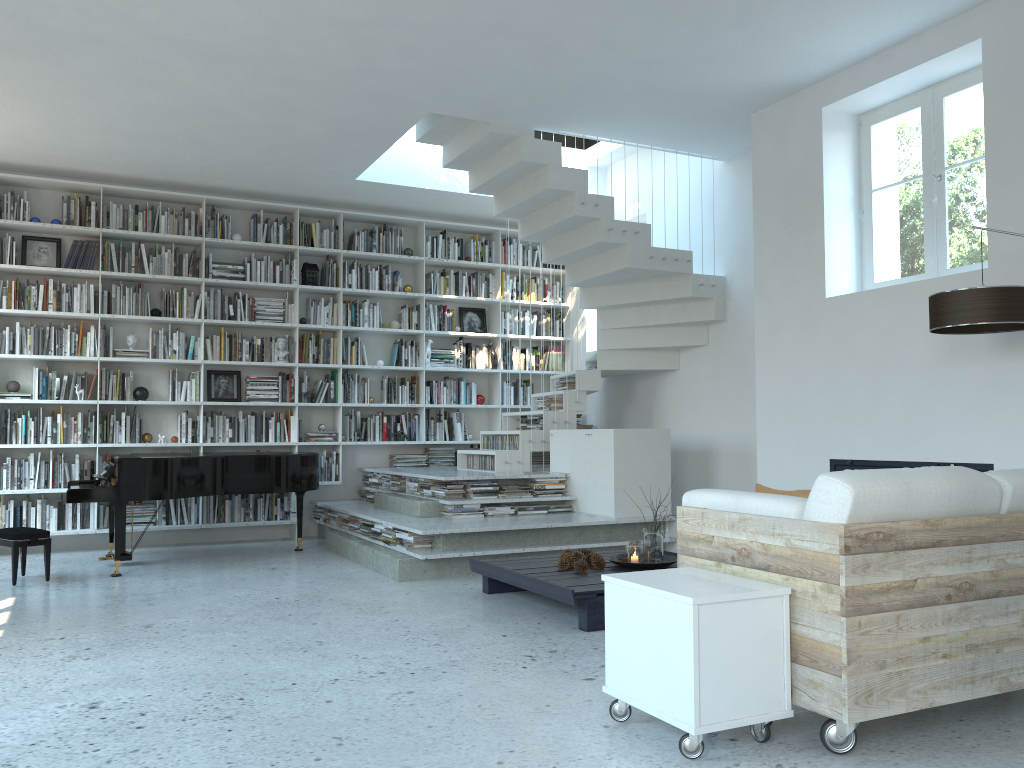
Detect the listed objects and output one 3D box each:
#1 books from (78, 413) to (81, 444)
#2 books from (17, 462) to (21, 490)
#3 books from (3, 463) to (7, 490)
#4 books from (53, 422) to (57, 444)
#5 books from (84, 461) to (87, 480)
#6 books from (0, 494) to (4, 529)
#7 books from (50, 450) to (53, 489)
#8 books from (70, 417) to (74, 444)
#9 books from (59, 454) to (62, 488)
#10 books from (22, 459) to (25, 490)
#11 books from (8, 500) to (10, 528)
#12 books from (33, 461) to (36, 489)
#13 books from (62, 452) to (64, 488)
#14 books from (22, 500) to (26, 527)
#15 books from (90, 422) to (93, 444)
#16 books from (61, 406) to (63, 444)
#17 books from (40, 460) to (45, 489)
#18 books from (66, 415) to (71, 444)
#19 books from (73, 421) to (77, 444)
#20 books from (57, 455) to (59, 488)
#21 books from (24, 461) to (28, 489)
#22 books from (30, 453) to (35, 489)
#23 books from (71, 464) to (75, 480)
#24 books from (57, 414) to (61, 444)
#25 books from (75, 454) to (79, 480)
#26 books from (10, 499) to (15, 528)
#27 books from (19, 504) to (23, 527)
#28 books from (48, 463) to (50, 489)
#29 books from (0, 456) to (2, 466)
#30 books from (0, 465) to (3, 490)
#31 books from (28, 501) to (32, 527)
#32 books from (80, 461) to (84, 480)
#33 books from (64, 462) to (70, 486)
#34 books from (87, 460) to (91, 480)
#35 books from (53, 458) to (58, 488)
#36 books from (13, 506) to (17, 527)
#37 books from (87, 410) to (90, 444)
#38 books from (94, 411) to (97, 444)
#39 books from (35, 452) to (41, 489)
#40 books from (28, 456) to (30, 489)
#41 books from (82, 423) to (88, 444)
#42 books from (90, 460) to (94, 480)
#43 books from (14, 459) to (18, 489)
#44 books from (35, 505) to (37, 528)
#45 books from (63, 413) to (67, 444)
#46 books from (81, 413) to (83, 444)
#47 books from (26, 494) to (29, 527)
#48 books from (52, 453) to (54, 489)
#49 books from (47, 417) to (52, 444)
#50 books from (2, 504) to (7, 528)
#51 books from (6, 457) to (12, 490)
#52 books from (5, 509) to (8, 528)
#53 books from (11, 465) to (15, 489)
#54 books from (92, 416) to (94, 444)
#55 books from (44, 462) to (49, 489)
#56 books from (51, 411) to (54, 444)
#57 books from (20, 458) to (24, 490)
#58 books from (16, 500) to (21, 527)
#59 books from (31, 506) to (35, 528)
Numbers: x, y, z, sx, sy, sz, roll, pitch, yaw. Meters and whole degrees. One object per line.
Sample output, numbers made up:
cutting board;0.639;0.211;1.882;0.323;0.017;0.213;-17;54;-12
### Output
books;-3.706;0.380;7.598;0.021;0.265;0.185;1;-3;-26
books;-4.101;0.764;7.383;0.028;0.223;0.189;1;-3;-26
books;-4.193;0.763;7.340;0.022;0.220;0.187;1;-3;-26
books;-3.871;0.418;7.514;0.029;0.181;0.190;1;-3;-26
books;-3.653;0.772;7.593;0.023;0.228;0.190;1;-3;-26
books;-4.215;1.064;7.332;0.011;0.318;0.157;1;-3;-26
books;-3.892;0.718;7.489;0.014;0.325;0.170;1;-3;-26
books;-3.765;0.398;7.589;0.025;0.229;0.153;1;-3;-26
books;-3.835;0.738;7.535;0.022;0.290;0.137;1;-3;-26
books;-4.072;0.750;7.395;0.010;0.252;0.178;1;-3;-26
books;-4.157;1.093;7.340;0.013;0.261;0.174;1;-3;-26
books;-4.013;0.763;7.454;0.012;0.232;0.148;1;-3;-26
books;-3.818;0.733;7.539;0.013;0.301;0.172;1;-3;-26
books;-4.069;1.099;7.406;0.027;0.256;0.160;1;-3;-26
books;-3.639;0.423;7.664;0.023;0.187;0.130;1;-3;-26
books;-3.831;0.349;7.546;0.021;0.322;0.172;1;-3;-26
books;-3.960;0.761;7.482;0.031;0.238;0.132;1;-3;-26
books;-3.783;0.387;7.564;0.028;0.249;0.159;1;-3;-26
books;-3.745;0.416;7.601;0.023;0.194;0.140;1;-3;-26
books;-3.857;0.741;7.538;0.013;0.284;0.139;1;-3;-26
books;-4.061;0.763;7.415;0.028;0.229;0.157;1;-3;-26
books;-4.030;0.729;7.445;0.027;0.299;0.142;1;-3;-26
books;-3.755;0.784;7.590;0.030;0.203;0.142;1;-3;-26
books;-3.851;0.383;7.537;0.026;0.254;0.176;1;-3;-26
books;-3.726;0.742;7.596;0.025;0.287;0.130;1;-3;-26
books;-4.144;1.092;7.353;0.023;0.266;0.177;1;-3;-26
books;-4.088;1.116;7.390;0.022;0.221;0.163;1;-3;-26
books;-3.913;0.777;7.499;0.013;0.209;0.154;1;-3;-26
books;-4.239;0.737;7.342;0.010;0.273;0.150;1;-3;-26
books;-4.223;0.776;7.349;0.024;0.197;0.148;1;-3;-26
books;-4.038;1.105;7.428;0.022;0.246;0.135;1;-3;-26
books;-3.696;0.774;7.619;0.030;0.227;0.140;1;-3;-26
books;-3.786;0.776;7.555;0.059;0.216;0.177;1;-3;-26
books;-3.647;0.770;7.637;0.026;0.235;0.140;1;-3;-26
books;-3.874;0.756;7.526;0.029;0.254;0.153;1;-3;-26
books;-4.131;1.123;7.376;0.022;0.205;0.158;1;-3;-26
books;-3.642;0.371;7.629;0.014;0.286;0.179;1;-3;-26
books;-3.607;0.377;7.678;0.024;0.280;0.136;1;-3;-26
books;-3.982;0.725;7.449;0.039;0.307;0.172;1;-3;-26
books;-4.051;0.742;7.442;0.013;0.273;0.146;1;-3;-26
books;-3.675;0.424;7.632;0.041;0.181;0.141;1;-3;-26
books;-3.618;0.773;7.641;0.030;0.230;0.151;1;-3;-26
books;-4.138;0.753;7.403;0.022;0.248;0.134;1;-3;-26
books;-3.997;1.124;7.454;0.014;0.211;0.146;1;-3;-26
books;-3.805;0.380;7.548;0.028;0.260;0.181;1;-3;-26
books;-3.699;0.384;7.622;0.013;0.260;0.142;1;-3;-26
books;-4.044;1.077;7.403;0.013;0.300;0.184;1;-3;-26
books;-3.884;0.734;7.502;0.012;0.295;0.176;1;-3;-26
books;-3.913;0.394;7.506;0.027;0.229;0.159;1;-3;-26
books;-4.197;1.111;7.332;0.022;0.226;0.154;1;-3;-26
books;-4.172;0.742;7.358;0.029;0.266;0.171;1;-3;-26
books;-4.181;1.131;7.347;0.022;0.186;0.145;1;-3;-26
books;-4.157;0.776;7.388;0.025;0.200;0.137;1;-3;-26
books;-3.613;0.395;7.649;0.010;0.240;0.174;1;-3;-26
books;-3.932;0.769;7.491;0.028;0.224;0.134;1;-3;-26
books;-3.895;0.368;7.515;0.014;0.282;0.150;1;-3;-26
books;-4.084;0.748;7.395;0.013;0.257;0.189;1;-3;-26
books;-4.113;1.100;7.390;0.022;0.252;0.139;1;-3;-26
books;-4.003;1.127;7.417;0.030;0.201;0.168;1;-3;-26
